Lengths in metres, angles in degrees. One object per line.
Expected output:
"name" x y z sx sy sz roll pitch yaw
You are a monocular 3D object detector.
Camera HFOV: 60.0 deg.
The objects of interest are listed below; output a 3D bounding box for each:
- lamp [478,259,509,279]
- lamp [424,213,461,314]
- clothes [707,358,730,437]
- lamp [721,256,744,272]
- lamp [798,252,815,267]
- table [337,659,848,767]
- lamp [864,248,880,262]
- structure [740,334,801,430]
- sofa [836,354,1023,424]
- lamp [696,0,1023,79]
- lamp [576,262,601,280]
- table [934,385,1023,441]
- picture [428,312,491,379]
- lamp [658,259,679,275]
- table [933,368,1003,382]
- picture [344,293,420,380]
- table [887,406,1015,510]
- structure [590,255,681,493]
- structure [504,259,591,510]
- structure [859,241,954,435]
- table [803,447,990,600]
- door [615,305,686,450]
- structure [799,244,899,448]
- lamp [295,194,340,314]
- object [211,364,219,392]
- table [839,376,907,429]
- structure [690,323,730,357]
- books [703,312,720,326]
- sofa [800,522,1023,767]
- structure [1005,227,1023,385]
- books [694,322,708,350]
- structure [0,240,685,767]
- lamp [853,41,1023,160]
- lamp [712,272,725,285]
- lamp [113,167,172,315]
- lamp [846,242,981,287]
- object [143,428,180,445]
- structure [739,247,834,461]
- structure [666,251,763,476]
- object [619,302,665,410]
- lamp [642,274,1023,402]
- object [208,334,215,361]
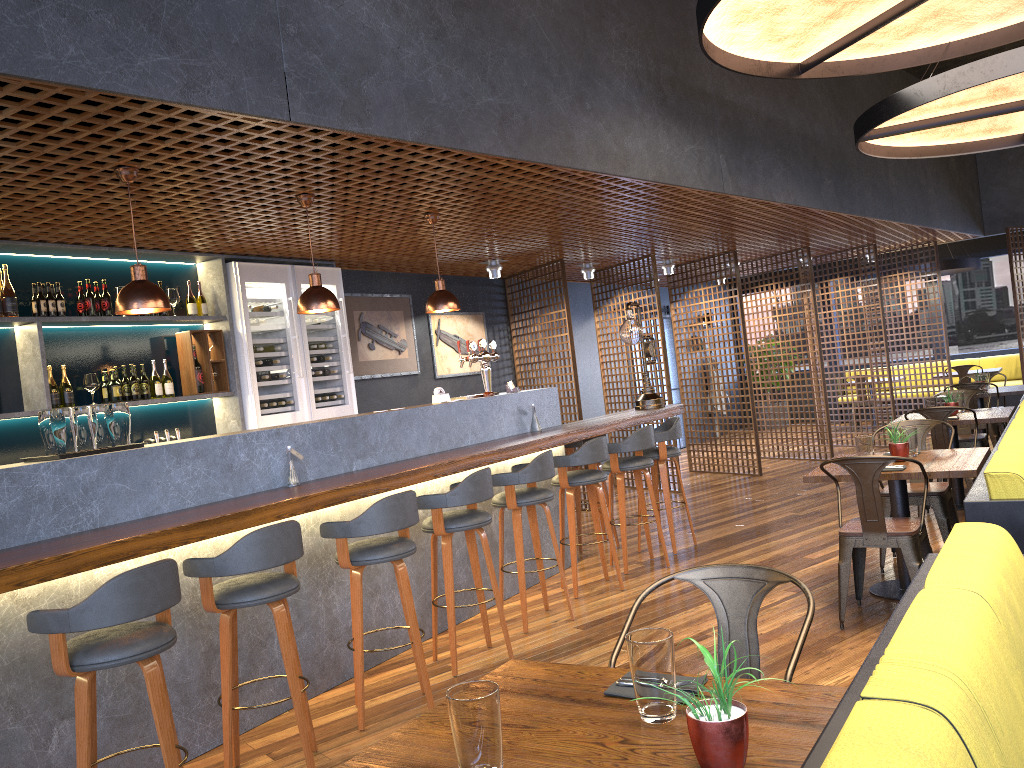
"lamp" -0.180 -1.167 9.034 0.228 0.172 0.228 -6 1 33
"lamp" -0.519 -0.841 6.176 0.250 0.673 0.250 -7 1 -25
"clothes" 3.722 0.209 15.950 0.401 1.494 0.423 -6 1 28
"lamp" 2.862 -1.546 11.455 0.228 0.172 0.228 -6 1 33
"lamp" 3.967 -1.680 11.963 0.228 0.172 0.228 -6 1 33
"table" 0.186 1.112 1.793 0.906 0.763 0.887 -6 1 32
"lamp" 5.069 -1.814 12.507 0.228 0.172 0.228 -6 1 33
"structure" 4.877 -0.067 16.703 1.166 1.763 0.993 -7 0 3
"sofa" 7.255 0.091 15.303 3.061 0.914 0.966 -6 1 33
"lamp" 2.363 -2.731 4.836 2.778 1.159 2.778 -7 0 -7
"lamp" 0.879 -1.302 10.243 0.228 0.172 0.228 -6 1 33
"table" 5.198 0.456 9.770 0.887 0.763 0.906 -6 1 32
"picture" -0.556 -0.440 9.703 0.028 0.697 1.039 -6 1 33
"lamp" 1.904 -1.427 10.828 0.228 0.172 0.228 -6 1 33
"table" 7.150 0.192 13.819 0.887 0.763 0.906 -6 1 32
"picture" -1.263 -0.472 8.609 0.028 0.809 1.039 -6 1 33
"table" 3.760 0.644 7.493 0.887 0.763 0.906 -6 1 32
"structure" 1.452 -0.085 10.598 0.050 2.700 1.319 -7 1 -27
"structure" 0.391 0.045 10.043 0.050 2.700 1.319 -7 1 -27
"structure" 5.694 -0.603 12.816 0.050 2.700 1.319 -7 1 -27
"table" 2.319 0.833 5.217 0.887 0.763 0.906 -6 1 32
"door" 2.300 -0.065 14.065 0.052 2.386 2.441 -6 1 33
"structure" 4.633 -0.474 12.261 0.050 2.700 1.319 -7 1 -27
"lamp" -1.164 -0.757 5.158 0.250 0.673 0.250 -7 1 -25
"object" -2.264 -0.042 6.709 0.097 0.206 0.097 -7 0 -17
"table" 5.978 0.324 14.573 0.887 0.763 0.906 -6 1 32
"structure" 3.589 -0.803 15.973 0.293 0.563 1.220 -6 1 33
"books" 3.631 -1.175 16.192 0.177 0.245 0.450 -6 1 33
"sofa" 0.970 0.948 1.311 0.966 0.914 3.061 -6 1 33
"structure" 7.001 -0.749 11.797 0.852 2.700 0.050 -7 1 -27
"books" 3.312 -0.843 15.623 0.223 0.489 0.286 -7 1 24
"structure" -2.029 0.373 4.799 2.700 2.700 9.298 -6 1 33
"lamp" 3.905 -2.748 6.471 2.778 1.475 2.778 -6 1 37
"lamp" 3.173 -1.599 13.487 0.228 0.172 0.228 -6 1 33
"lamp" -1.780 -0.676 4.186 0.250 0.673 0.250 -7 1 -25
"lamp" 6.319 -2.791 14.272 1.979 2.172 1.979 -6 1 39
"object" -2.490 0.575 6.322 0.204 0.492 0.310 -6 1 33
"structure" 3.573 -0.344 11.707 0.050 2.700 1.319 -7 1 -27
"structure" 2.512 -0.215 11.152 0.050 2.700 1.319 -7 1 -27
"object" 1.153 -0.253 7.808 0.263 0.944 0.566 -6 1 25
"lamp" 5.090 -0.507 8.928 9.057 2.714 3.017 -6 1 33
"object" -2.291 -0.274 6.707 0.097 0.206 0.097 -7 0 -17
